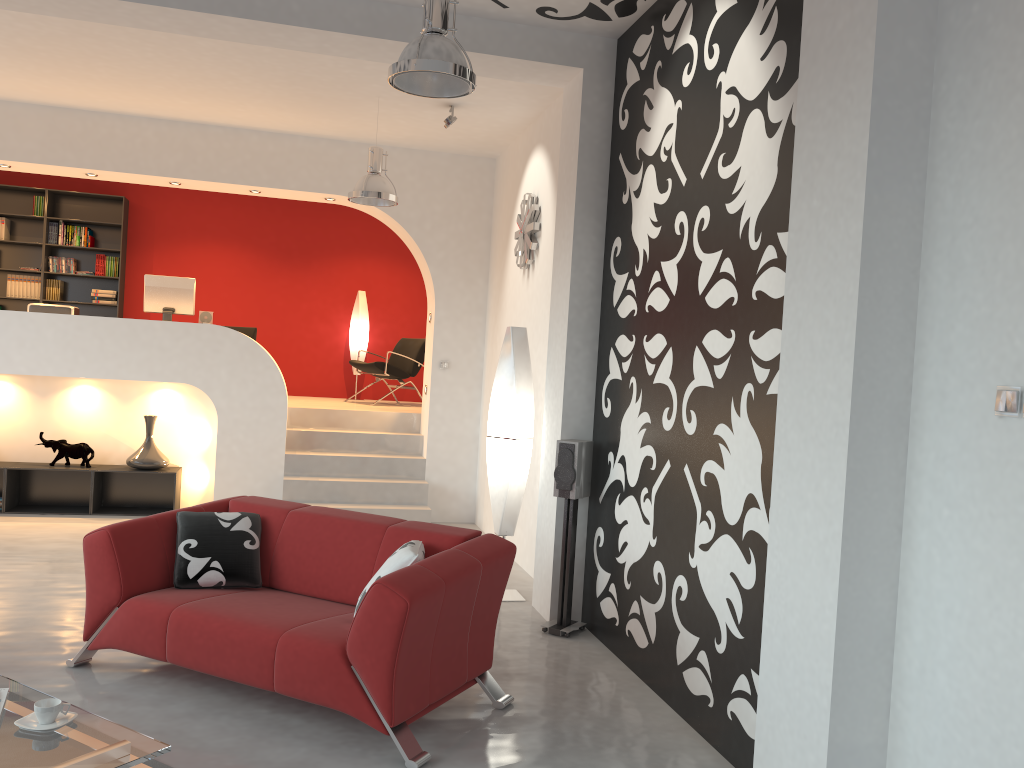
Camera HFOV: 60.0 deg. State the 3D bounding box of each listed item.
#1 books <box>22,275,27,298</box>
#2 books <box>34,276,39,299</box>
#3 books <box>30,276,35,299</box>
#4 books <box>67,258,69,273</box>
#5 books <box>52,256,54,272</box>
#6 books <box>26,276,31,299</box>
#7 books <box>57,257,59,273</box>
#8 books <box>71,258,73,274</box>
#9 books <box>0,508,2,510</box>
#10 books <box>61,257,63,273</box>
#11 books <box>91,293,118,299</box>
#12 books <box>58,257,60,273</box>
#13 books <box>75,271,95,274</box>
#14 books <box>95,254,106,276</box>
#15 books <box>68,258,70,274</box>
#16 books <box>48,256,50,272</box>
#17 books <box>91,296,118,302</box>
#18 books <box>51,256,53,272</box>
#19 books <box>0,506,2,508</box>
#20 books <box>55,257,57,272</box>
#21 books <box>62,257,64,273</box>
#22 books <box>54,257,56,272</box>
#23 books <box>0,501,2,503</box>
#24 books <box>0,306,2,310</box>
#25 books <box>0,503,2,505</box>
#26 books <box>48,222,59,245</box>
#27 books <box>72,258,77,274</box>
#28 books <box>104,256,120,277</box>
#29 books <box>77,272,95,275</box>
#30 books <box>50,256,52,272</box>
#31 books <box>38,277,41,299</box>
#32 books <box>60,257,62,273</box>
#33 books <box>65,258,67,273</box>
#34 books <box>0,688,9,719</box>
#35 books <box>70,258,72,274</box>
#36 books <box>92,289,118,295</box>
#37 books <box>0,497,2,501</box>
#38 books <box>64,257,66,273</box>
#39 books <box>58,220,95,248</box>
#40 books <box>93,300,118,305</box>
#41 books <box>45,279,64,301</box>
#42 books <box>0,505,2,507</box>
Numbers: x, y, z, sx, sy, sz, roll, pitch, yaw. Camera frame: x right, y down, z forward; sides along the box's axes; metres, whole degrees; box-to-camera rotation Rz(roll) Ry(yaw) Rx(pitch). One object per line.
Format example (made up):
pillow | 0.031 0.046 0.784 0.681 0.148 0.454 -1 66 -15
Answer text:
books | -5.556 -1.104 10.160 0.040 0.260 0.200 3 1 -14
books | -5.438 -1.097 10.189 0.040 0.260 0.200 3 1 -14
books | -5.477 -1.100 10.179 0.040 0.260 0.200 3 1 -14
books | -5.132 -1.362 10.276 0.031 0.190 0.135 3 1 -14
books | -5.277 -1.370 10.240 0.031 0.190 0.135 3 1 -14
books | -5.517 -1.102 10.170 0.040 0.260 0.200 3 1 -14
books | -5.234 -1.368 10.251 0.031 0.190 0.135 3 1 -14
books | -5.088 -1.359 10.287 0.031 0.190 0.135 3 1 -14
books | -4.523 1.078 7.745 0.190 0.015 0.135 3 1 -19
books | -5.190 -1.365 10.261 0.031 0.190 0.135 3 1 -14
books | -4.748 -1.028 10.343 0.260 0.040 0.200 3 1 -14
books | -5.219 -1.367 10.254 0.031 0.190 0.135 3 1 -14
books | -4.957 -1.294 10.321 0.190 0.015 0.135 3 1 -9
books | -4.790 -1.376 10.351 0.090 0.256 0.181 3 1 -14
books | -5.117 -1.361 10.279 0.031 0.190 0.135 3 1 -14
books | -5.321 -1.373 10.229 0.031 0.190 0.135 3 1 -14
books | -4.746 -0.988 10.345 0.260 0.040 0.200 3 1 -14
books | -5.292 -1.371 10.236 0.031 0.190 0.135 3 1 -14
books | -4.516 1.064 7.746 0.190 0.015 0.135 3 1 -14
books | -5.248 -1.368 10.247 0.031 0.190 0.135 3 1 -14
books | -5.175 -1.364 10.265 0.031 0.190 0.135 3 1 -14
books | -5.263 -1.369 10.244 0.031 0.190 0.135 3 1 -14
books | -4.519 1.019 7.736 0.190 0.015 0.135 3 1 -14
books | -5.990 -0.824 10.052 0.341 0.286 0.231 3 1 -14
books | -4.518 1.034 7.744 0.190 0.015 0.135 3 1 -14
books | -5.269 -1.719 10.223 0.090 0.256 0.181 3 1 -14
books | -5.074 -1.359 10.290 0.031 0.190 0.135 3 1 -14
books | -4.674 -1.361 10.379 0.146 0.240 0.170 3 1 -14
books | -4.949 -1.279 10.323 0.190 0.015 0.135 3 1 -14
books | -5.306 -1.372 10.233 0.031 0.190 0.135 3 1 -14
books | -5.399 -1.095 10.199 0.040 0.260 0.200 3 1 -14
books | -5.204 -1.366 10.258 0.031 0.190 0.135 3 1 -14
books | -5.146 -1.363 10.272 0.031 0.190 0.135 3 1 -14
books | -1.813 1.040 2.793 0.367 0.035 0.345 3 1 -24
books | -5.103 -1.360 10.283 0.031 0.190 0.135 3 1 -14
books | -4.733 -1.067 10.336 0.260 0.040 0.200 3 1 -14
books | -4.529 1.003 7.740 0.190 0.015 0.135 3 1 -19
books | -5.161 -1.364 10.269 0.031 0.190 0.135 3 1 -14
books | -5.032 -1.721 10.256 0.341 0.286 0.231 3 1 -14
books | -4.731 -0.947 10.354 0.260 0.040 0.200 3 1 -12
books | -5.280 -1.079 10.240 0.146 0.240 0.170 3 1 -14
books | -4.525 1.048 7.743 0.190 0.015 0.135 3 1 -9
